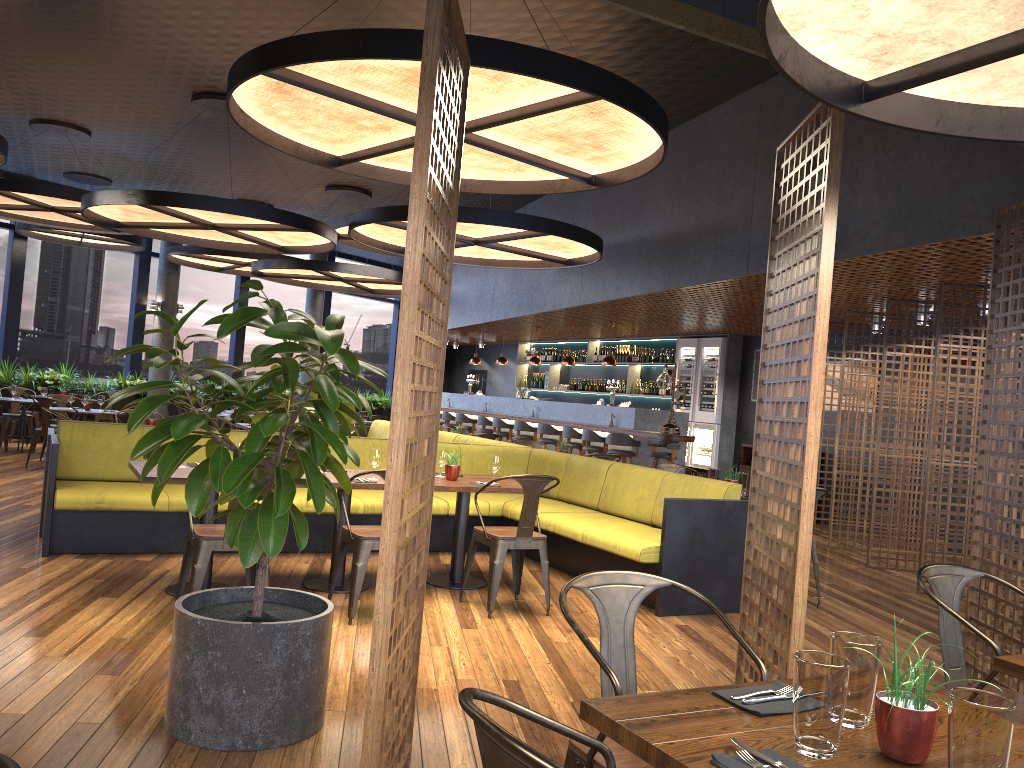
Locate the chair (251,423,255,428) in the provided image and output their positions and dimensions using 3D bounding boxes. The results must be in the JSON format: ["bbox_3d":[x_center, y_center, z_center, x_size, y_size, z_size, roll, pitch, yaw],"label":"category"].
[{"bbox_3d":[-2.582,0.869,9.506,0.541,0.917,0.504,5,-1,-28],"label":"chair"}]

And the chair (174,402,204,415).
[{"bbox_3d":[-4.895,0.743,13.530,0.504,0.917,0.541,4,-1,39],"label":"chair"}]

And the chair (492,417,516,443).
[{"bbox_3d":[-0.148,1.106,15.141,0.438,1.048,0.483,5,-1,1],"label":"chair"}]

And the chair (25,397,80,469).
[{"bbox_3d":[-5.782,0.628,11.215,0.504,0.917,0.541,5,-1,11],"label":"chair"}]

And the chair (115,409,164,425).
[{"bbox_3d":[-4.068,0.746,9.641,0.504,0.917,0.541,5,-1,-28],"label":"chair"}]

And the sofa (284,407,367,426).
[{"bbox_3d":[-3.474,0.895,15.184,0.966,0.914,3.061,5,-1,-28],"label":"sofa"}]

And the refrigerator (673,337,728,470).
[{"bbox_3d":[3.135,0.312,14.567,0.454,2.109,1.159,5,-1,-28],"label":"refrigerator"}]

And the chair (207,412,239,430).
[{"bbox_3d":[-3.645,0.808,11.186,0.541,0.917,0.504,5,-1,-28],"label":"chair"}]

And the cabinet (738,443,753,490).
[{"bbox_3d":[3.700,1.420,13.234,0.473,1.007,0.553,5,-1,-28],"label":"cabinet"}]

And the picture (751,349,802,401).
[{"bbox_3d":[4.010,-0.122,13.394,0.028,0.809,1.039,5,-1,-28],"label":"picture"}]

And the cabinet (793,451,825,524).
[{"bbox_3d":[4.025,1.436,12.620,0.473,1.007,0.553,5,-1,-28],"label":"cabinet"}]

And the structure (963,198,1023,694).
[{"bbox_3d":[2.676,0.336,4.645,0.050,2.700,0.852,5,-1,2],"label":"structure"}]

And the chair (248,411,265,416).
[{"bbox_3d":[-3.366,0.848,12.126,0.504,0.917,0.541,5,-1,-28],"label":"chair"}]

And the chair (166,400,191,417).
[{"bbox_3d":[-5.603,0.707,14.917,0.541,0.917,0.504,5,-1,-9],"label":"chair"}]

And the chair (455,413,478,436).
[{"bbox_3d":[-0.858,1.067,16.352,0.438,1.048,0.483,5,-1,-8],"label":"chair"}]

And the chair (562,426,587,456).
[{"bbox_3d":[0.948,1.165,13.213,0.483,1.048,0.438,4,-1,33],"label":"chair"}]

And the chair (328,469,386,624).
[{"bbox_3d":[-0.797,0.949,5.407,0.504,0.917,0.541,5,-1,-28],"label":"chair"}]

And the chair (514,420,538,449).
[{"bbox_3d":[0.231,1.127,14.510,0.483,1.048,0.438,4,-1,22],"label":"chair"}]

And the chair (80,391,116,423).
[{"bbox_3d":[-7.290,0.578,15.671,0.504,0.917,0.541,4,-1,26],"label":"chair"}]

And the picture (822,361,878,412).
[{"bbox_3d":[4.607,0.032,12.246,0.028,0.697,1.039,5,-1,-28],"label":"picture"}]

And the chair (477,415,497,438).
[{"bbox_3d":[-0.419,1.094,15.771,0.483,1.048,0.438,4,-1,33],"label":"chair"}]

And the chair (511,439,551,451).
[{"bbox_3d":[0.229,1.118,10.250,0.504,0.917,0.541,5,-1,-28],"label":"chair"}]

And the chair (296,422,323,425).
[{"bbox_3d":[-2.318,0.905,10.348,0.504,0.917,0.541,5,-1,-28],"label":"chair"}]

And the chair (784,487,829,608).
[{"bbox_3d":[2.088,1.216,6.784,0.504,0.917,0.541,5,-1,-28],"label":"chair"}]

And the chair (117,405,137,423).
[{"bbox_3d":[-5.214,0.689,11.981,0.541,0.917,0.504,5,-1,-28],"label":"chair"}]

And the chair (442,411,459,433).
[{"bbox_3d":[-1.162,1.052,17.014,0.438,1.048,0.483,5,-1,1],"label":"chair"}]

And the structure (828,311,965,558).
[{"bbox_3d":[4.373,0.573,10.098,1.319,2.700,0.050,5,-1,2],"label":"structure"}]

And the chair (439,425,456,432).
[{"bbox_3d":[-1.019,1.054,12.641,0.504,0.917,0.541,5,-1,-28],"label":"chair"}]

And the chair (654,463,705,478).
[{"bbox_3d":[1.515,1.186,7.868,0.504,0.917,0.541,5,-1,-28],"label":"chair"}]

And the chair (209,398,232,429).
[{"bbox_3d":[-5.844,0.732,17.564,0.504,0.917,0.541,4,-1,37],"label":"chair"}]

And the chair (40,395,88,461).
[{"bbox_3d":[-6.085,0.618,12.074,0.541,0.917,0.504,4,-1,44],"label":"chair"}]

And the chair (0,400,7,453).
[{"bbox_3d":[-7.572,0.503,12.687,0.504,0.917,0.541,4,-1,35],"label":"chair"}]

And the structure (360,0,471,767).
[{"bbox_3d":[-0.316,0.056,3.054,0.050,2.700,0.852,5,-1,2],"label":"structure"}]

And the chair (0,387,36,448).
[{"bbox_3d":[-7.625,0.515,13.641,0.504,0.917,0.541,6,-1,-37],"label":"chair"}]

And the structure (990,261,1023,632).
[{"bbox_3d":[4.247,0.500,6.490,1.319,2.700,0.050,5,-1,2],"label":"structure"}]

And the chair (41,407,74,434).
[{"bbox_3d":[-4.378,0.704,8.743,0.541,0.917,0.504,5,-1,-28],"label":"chair"}]

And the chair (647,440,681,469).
[{"bbox_3d":[2.087,1.247,12.404,0.483,1.048,0.438,4,-1,33],"label":"chair"}]

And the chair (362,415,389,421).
[{"bbox_3d":[-2.401,0.979,15.058,0.504,0.917,0.541,5,-1,-28],"label":"chair"}]

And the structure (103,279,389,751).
[{"bbox_3d":[-0.972,0.479,3.455,0.993,1.763,1.166,4,-1,32],"label":"structure"}]

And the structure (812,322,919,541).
[{"bbox_3d":[4.415,0.597,11.301,1.319,2.700,0.050,5,-1,2],"label":"structure"}]

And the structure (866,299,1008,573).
[{"bbox_3d":[4.331,0.548,8.895,1.319,2.700,0.050,5,-1,2],"label":"structure"}]

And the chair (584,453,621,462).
[{"bbox_3d":[0.812,1.149,9.149,0.504,0.917,0.541,5,-1,-28],"label":"chair"}]

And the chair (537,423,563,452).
[{"bbox_3d":[0.580,1.146,13.896,0.438,1.048,0.483,5,-1,-14],"label":"chair"}]

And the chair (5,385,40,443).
[{"bbox_3d":[-8.079,0.493,14.601,0.541,0.917,0.504,6,-1,-43],"label":"chair"}]

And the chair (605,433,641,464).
[{"bbox_3d":[1.465,1.190,12.117,0.438,1.048,0.483,6,-1,-36],"label":"chair"}]

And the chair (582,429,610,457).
[{"bbox_3d":[1.180,1.174,12.632,0.438,1.048,0.483,5,-1,1],"label":"chair"}]

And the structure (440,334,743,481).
[{"bbox_3d":[1.060,0.395,16.009,2.700,2.700,9.298,5,-1,-28],"label":"structure"}]

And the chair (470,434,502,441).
[{"bbox_3d":[-0.438,1.084,11.541,0.504,0.917,0.541,5,-1,-28],"label":"chair"}]

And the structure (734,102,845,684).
[{"bbox_3d":[1.180,0.196,3.850,0.050,2.700,0.852,5,-1,2],"label":"structure"}]

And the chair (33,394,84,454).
[{"bbox_3d":[-6.676,0.586,13.140,0.541,0.917,0.504,5,-1,2],"label":"chair"}]

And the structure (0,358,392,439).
[{"bbox_3d":[-6.409,0.443,17.869,0.808,1.413,17.112,4,-1,37],"label":"structure"}]

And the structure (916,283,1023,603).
[{"bbox_3d":[4.289,0.524,7.693,1.319,2.700,0.050,5,-1,2],"label":"structure"}]

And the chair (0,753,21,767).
[{"bbox_3d":[-0.798,0.870,0.821,0.541,0.917,0.504,5,-1,-28],"label":"chair"}]

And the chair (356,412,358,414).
[{"bbox_3d":[-2.992,0.949,16.175,0.504,0.917,0.541,5,-1,-28],"label":"chair"}]

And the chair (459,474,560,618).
[{"bbox_3d":[0.000,1.023,5.831,0.504,0.917,0.541,5,-1,-28],"label":"chair"}]

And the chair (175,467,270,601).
[{"bbox_3d":[-1.590,0.875,4.985,0.504,0.917,0.541,5,-1,-28],"label":"chair"}]

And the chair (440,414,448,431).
[{"bbox_3d":[-1.414,1.042,17.654,0.483,1.048,0.438,4,-1,33],"label":"chair"}]
